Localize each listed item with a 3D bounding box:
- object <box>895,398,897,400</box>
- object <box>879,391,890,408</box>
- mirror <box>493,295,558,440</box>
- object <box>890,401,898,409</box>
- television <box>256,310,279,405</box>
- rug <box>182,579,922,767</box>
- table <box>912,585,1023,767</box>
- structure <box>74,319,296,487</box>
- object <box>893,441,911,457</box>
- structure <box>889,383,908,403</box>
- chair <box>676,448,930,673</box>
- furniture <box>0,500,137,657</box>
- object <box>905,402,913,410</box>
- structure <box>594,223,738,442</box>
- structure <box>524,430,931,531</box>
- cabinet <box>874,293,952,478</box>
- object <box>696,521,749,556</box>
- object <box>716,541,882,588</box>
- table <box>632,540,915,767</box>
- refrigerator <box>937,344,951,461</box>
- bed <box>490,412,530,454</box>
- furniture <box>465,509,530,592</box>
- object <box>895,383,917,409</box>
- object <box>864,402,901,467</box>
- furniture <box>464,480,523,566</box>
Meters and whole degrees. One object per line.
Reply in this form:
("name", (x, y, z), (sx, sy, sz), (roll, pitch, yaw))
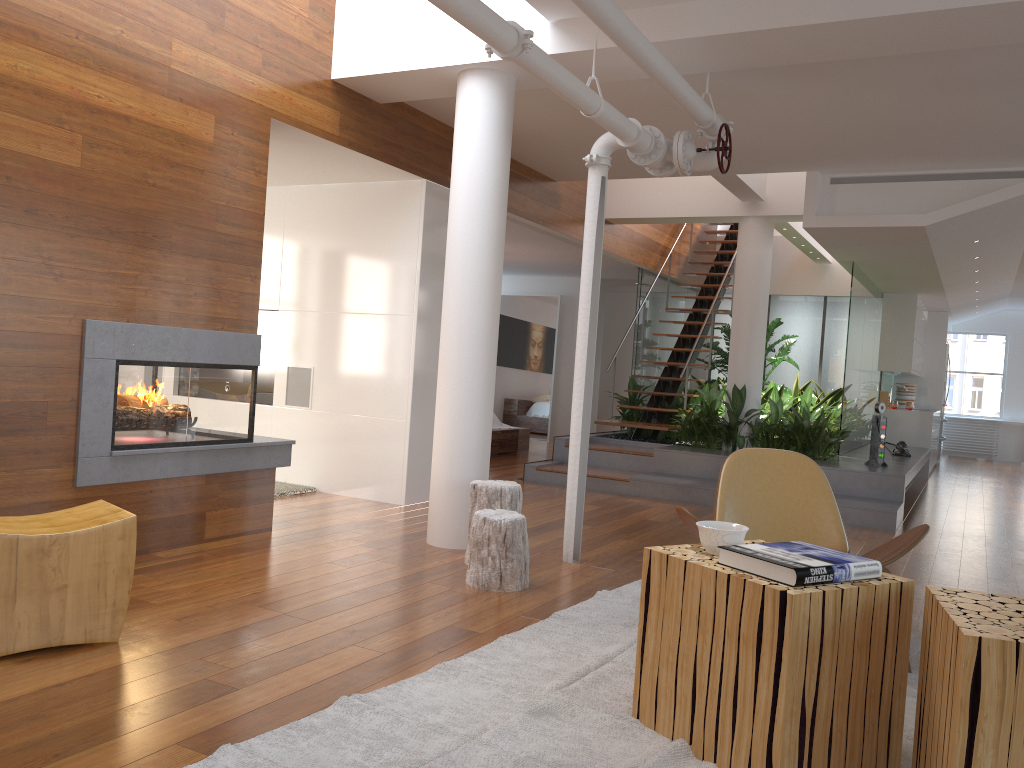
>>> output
("object", (5.787, 0.258, 13.078), (0.284, 0.196, 0.265), (4, 1, -20))
("object", (4.892, 0.208, 11.646), (0.104, 0.222, 0.200), (5, 1, 28))
("mirror", (0.024, -0.270, 12.933), (1.267, 2.044, 0.049), (5, 1, 28))
("object", (4.887, 0.268, 11.341), (0.094, 0.106, 0.094), (5, 1, 33))
("television", (-2.235, -0.233, 7.089), (1.075, 0.729, 0.091), (5, 1, 28))
("rug", (1.202, 1.038, 2.056), (3.525, 0.057, 3.478), (5, 1, 32))
("table", (1.274, 0.819, 2.049), (0.548, 0.534, 0.489), (4, 1, 16))
("structure", (-1.921, 0.067, 4.678), (0.844, 0.737, 1.382), (5, 1, 28))
("object", (4.058, 0.670, 9.261), (0.216, 0.155, 0.181), (4, 1, -8))
("structure", (5.328, 0.256, 12.257), (0.248, 0.536, 0.115), (5, 1, 28))
("chair", (1.149, 0.672, 3.476), (0.856, 0.752, 0.867), (5, 1, 33))
("furniture", (-1.600, 0.639, 2.953), (0.549, 0.430, 0.344), (3, 2, -43))
("object", (5.025, 0.280, 11.215), (0.094, 0.106, 0.094), (5, 1, 33))
("structure", (3.045, -1.242, 10.374), (2.552, 4.265, 4.591), (5, 1, 28))
("structure", (2.780, 0.843, 9.731), (3.088, 0.386, 5.584), (5, 1, 28))
("cabinet", (5.963, 0.047, 13.061), (0.676, 2.280, 4.565), (5, 1, 28))
("object", (0.612, 0.454, 2.592), (0.152, 0.082, 0.152), (4, 1, -12))
("object", (0.778, 0.486, 2.410), (0.334, 0.048, 0.279), (3, 1, -31))
("table", (0.721, 0.771, 2.507), (0.489, 0.534, 0.548), (3, 1, -32))
("refrigerator", (6.342, 0.276, 13.698), (0.725, 1.772, 0.908), (5, 1, 28))
("bed", (-1.310, 0.432, 10.332), (2.314, 0.595, 2.207), (5, 1, 28))
("furniture", (-0.059, 0.771, 4.150), (0.294, 0.333, 0.292), (4, 1, -2))
("object", (5.643, 0.172, 12.719), (0.266, 0.356, 0.267), (3, 1, -37))
("object", (3.260, 0.444, 7.745), (0.134, 0.565, 0.318), (3, 1, -26))
("furniture", (-0.086, 0.719, 4.565), (0.290, 0.418, 0.298), (4, 1, -9))
